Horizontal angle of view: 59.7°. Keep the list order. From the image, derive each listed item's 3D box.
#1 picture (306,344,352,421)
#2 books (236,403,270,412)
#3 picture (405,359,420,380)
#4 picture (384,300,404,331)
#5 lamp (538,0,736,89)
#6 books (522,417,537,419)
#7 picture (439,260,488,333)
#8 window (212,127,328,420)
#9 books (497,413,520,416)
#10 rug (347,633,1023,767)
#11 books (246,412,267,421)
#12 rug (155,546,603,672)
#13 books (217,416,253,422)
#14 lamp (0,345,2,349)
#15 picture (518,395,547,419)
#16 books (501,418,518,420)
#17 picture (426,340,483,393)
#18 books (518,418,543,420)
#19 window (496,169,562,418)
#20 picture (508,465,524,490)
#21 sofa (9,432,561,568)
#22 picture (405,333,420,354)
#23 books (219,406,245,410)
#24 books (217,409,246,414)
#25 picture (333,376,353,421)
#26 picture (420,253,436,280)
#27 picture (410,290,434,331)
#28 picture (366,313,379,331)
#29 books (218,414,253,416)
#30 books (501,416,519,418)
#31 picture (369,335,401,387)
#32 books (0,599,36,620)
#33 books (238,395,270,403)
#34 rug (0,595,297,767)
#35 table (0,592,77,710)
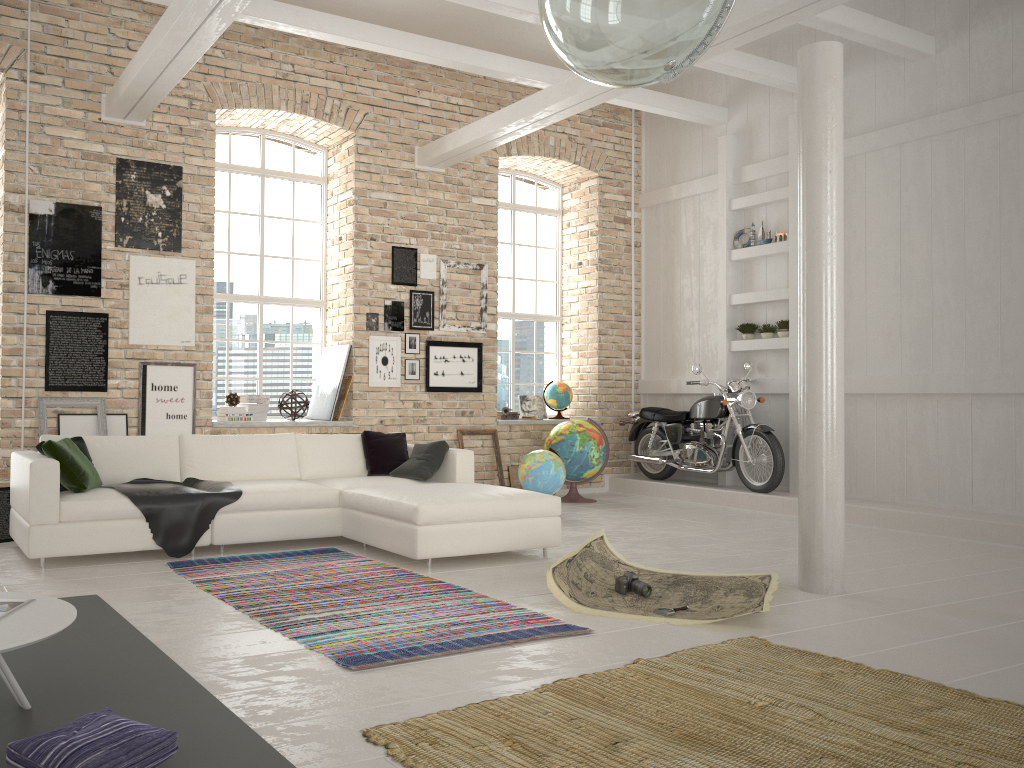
[{"bbox_3d":[-1.858,-0.010,9.057,0.230,0.764,0.624,1,-1,-34],"label":"picture"},{"bbox_3d":[-2.564,0.231,8.802,0.223,0.088,0.338,1,-1,-38],"label":"books"},{"bbox_3d":[-1.027,-0.147,9.180,0.166,0.213,0.012,1,-1,-31],"label":"picture"},{"bbox_3d":[-1.200,-0.693,9.084,0.216,0.306,0.015,1,-1,-31],"label":"picture"},{"bbox_3d":[0.326,-1.583,2.407,0.483,1.599,0.521,1,-1,-19],"label":"lamp"},{"bbox_3d":[0.195,0.380,9.990,0.143,0.014,0.099,0,-1,39],"label":"books"},{"bbox_3d":[-0.515,-0.926,9.488,0.568,0.749,0.027,1,-1,-31],"label":"picture"},{"bbox_3d":[0.833,-1.183,4.201,1.345,2.988,12.136,1,-1,-35],"label":"window"},{"bbox_3d":[-0.073,0.344,10.067,0.241,0.026,0.216,1,-1,-37],"label":"books"},{"bbox_3d":[0.790,1.119,2.849,2.058,0.021,1.638,1,-1,-38],"label":"rug"},{"bbox_3d":[-2.564,0.313,8.798,0.225,0.088,0.334,1,-1,-29],"label":"books"},{"bbox_3d":[-0.935,1.151,4.906,1.323,0.008,2.848,1,-1,-35],"label":"rug"},{"bbox_3d":[-2.611,0.327,8.399,0.259,0.048,0.233,1,-1,-36],"label":"books"},{"bbox_3d":[-3.748,0.253,5.646,1.012,1.775,0.446,0,-1,3],"label":"lamp"},{"bbox_3d":[0.254,0.282,10.743,0.370,0.292,0.072,1,-1,-31],"label":"picture"},{"bbox_3d":[-0.079,0.395,10.057,0.241,0.025,0.214,1,-1,-32],"label":"books"},{"bbox_3d":[-0.611,-0.180,9.420,0.672,0.535,0.033,1,-1,-31],"label":"picture"},{"bbox_3d":[0.206,0.396,9.989,0.214,0.022,0.187,1,-1,-32],"label":"books"},{"bbox_3d":[3.414,-1.135,5.740,1.345,2.988,12.136,1,-1,-35],"label":"window"},{"bbox_3d":[0.083,1.071,9.789,0.252,0.351,0.101,1,-1,-31],"label":"picture"},{"bbox_3d":[-1.614,0.790,6.214,3.086,0.842,2.303,1,-1,-32],"label":"sofa"},{"bbox_3d":[-1.025,-0.416,9.186,0.166,0.213,0.012,1,-1,-31],"label":"picture"},{"bbox_3d":[-2.637,0.226,8.401,0.172,0.030,0.188,1,-1,-44],"label":"books"},{"bbox_3d":[-2.643,0.260,8.397,0.207,0.041,0.190,0,-1,43],"label":"books"},{"bbox_3d":[-1.740,0.147,8.933,0.163,0.460,0.385,1,-1,-35],"label":"picture"},{"bbox_3d":[-0.873,-1.223,9.290,0.183,0.259,0.013,1,-1,-31],"label":"picture"},{"bbox_3d":[-0.930,-0.762,9.238,0.275,0.409,0.011,1,-1,-31],"label":"picture"},{"bbox_3d":[-1.403,-0.625,8.962,0.127,0.178,0.009,1,-1,-25],"label":"picture"},{"bbox_3d":[-2.609,0.291,8.401,0.254,0.024,0.232,1,-1,-36],"label":"books"},{"bbox_3d":[-0.081,0.369,10.061,0.239,0.029,0.216,1,-1,-33],"label":"books"},{"bbox_3d":[-1.285,-0.227,9.022,0.345,0.514,0.014,1,-1,-31],"label":"picture"},{"bbox_3d":[-1.857,0.740,3.017,0.372,0.048,0.306,1,-1,-2],"label":"books"},{"bbox_3d":[-2.567,0.145,8.793,0.244,0.085,0.284,0,-1,37],"label":"books"},{"bbox_3d":[-1.956,1.109,3.259,1.351,0.041,2.884,1,-1,-35],"label":"rug"},{"bbox_3d":[-1.871,0.932,2.843,0.877,0.342,0.945,1,-1,-19],"label":"table"}]
